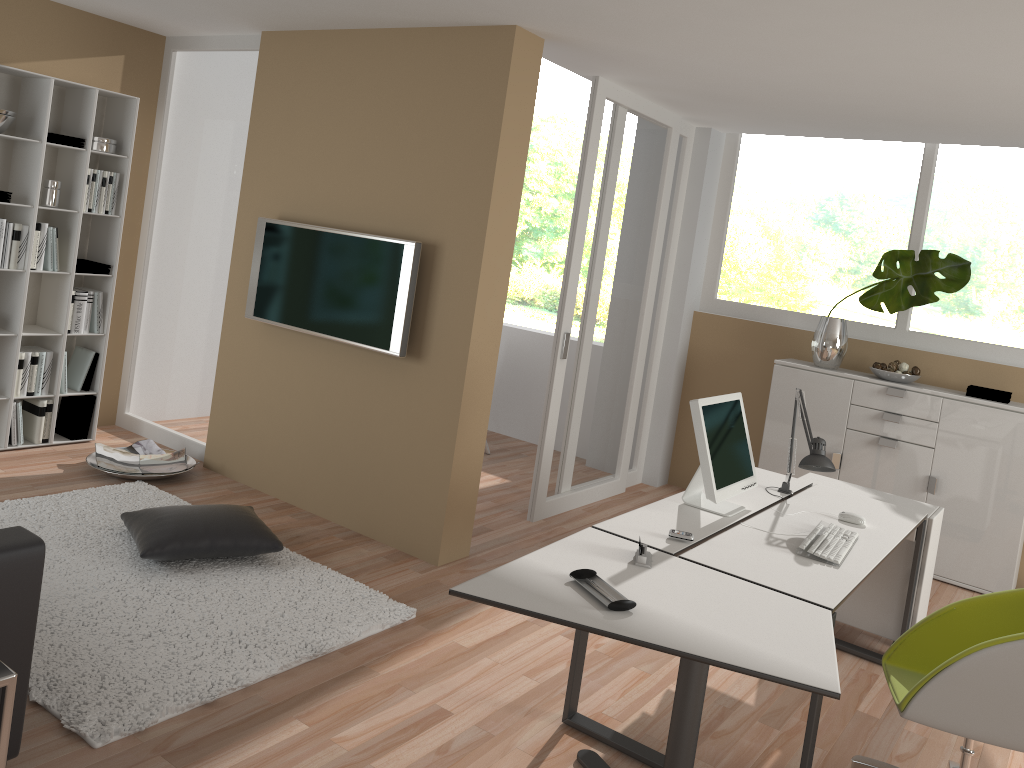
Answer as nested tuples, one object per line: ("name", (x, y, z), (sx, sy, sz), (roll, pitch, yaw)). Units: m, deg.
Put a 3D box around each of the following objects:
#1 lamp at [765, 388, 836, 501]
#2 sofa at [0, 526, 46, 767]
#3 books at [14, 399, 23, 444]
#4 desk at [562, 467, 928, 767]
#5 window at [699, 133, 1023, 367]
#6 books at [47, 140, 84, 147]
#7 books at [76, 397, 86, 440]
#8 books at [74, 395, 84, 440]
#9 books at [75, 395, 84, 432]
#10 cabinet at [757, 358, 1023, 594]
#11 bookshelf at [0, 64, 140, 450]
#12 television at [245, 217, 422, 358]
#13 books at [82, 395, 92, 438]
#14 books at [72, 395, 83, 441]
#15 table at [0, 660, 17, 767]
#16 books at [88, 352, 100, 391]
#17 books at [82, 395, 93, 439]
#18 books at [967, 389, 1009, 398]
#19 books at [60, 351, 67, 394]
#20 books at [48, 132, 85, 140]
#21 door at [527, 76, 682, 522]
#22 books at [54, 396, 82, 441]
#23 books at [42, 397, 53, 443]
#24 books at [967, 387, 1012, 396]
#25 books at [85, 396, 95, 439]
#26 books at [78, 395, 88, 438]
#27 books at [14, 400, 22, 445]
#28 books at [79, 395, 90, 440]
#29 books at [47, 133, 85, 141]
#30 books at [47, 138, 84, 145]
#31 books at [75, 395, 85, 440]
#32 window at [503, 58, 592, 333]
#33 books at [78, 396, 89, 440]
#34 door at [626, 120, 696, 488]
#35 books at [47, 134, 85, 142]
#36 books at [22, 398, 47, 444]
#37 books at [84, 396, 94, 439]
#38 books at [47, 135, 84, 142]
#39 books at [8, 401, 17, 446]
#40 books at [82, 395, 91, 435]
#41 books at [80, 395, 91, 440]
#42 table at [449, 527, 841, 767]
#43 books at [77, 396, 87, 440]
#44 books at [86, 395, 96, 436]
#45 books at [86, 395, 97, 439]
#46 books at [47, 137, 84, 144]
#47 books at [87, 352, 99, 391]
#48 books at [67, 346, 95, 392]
("lamp", (1.191, 0.313, 3.651), (0.140, 0.525, 0.545), (8, 6, -2))
("sofa", (-2.414, 0.419, 2.587), (2.284, 0.829, 0.950), (14, 8, 34))
("books", (-2.931, 0.204, 5.168), (0.210, 0.256, 0.058), (12, 4, 34))
("desk", (0.993, 0.861, 3.427), (0.813, 0.681, 1.600), (12, 9, 33))
("window", (3.011, -1.045, 5.547), (3.676, 1.787, 0.045), (14, 5, 34))
("books", (-2.700, -1.420, 5.164), (0.300, 0.006, 0.210), (13, 10, 28))
("books", (-2.726, 0.191, 5.453), (0.213, 0.267, 0.032), (12, 4, 34))
("books", (-2.735, 0.189, 5.445), (0.216, 0.269, 0.032), (12, 4, 34))
("books", (-2.737, 0.189, 5.440), (0.216, 0.269, 0.032), (12, 4, 34))
("cabinet", (2.355, 0.526, 5.499), (1.541, 1.078, 0.415), (13, 5, 34))
("bookshelf", (-2.866, -0.712, 5.104), (0.336, 2.130, 1.035), (10, 4, 33))
("television", (-0.975, -0.535, 4.649), (1.188, 0.575, 0.054), (14, 5, 34))
("books", (-2.707, 0.186, 5.486), (0.216, 0.269, 0.032), (12, 4, 34))
("books", (-2.737, 0.192, 5.433), (0.214, 0.268, 0.032), (12, 4, 34))
("table", (-1.318, 0.870, 1.981), (0.241, 0.467, 0.226), (11, 4, 34))
("books", (-2.675, -0.094, 5.511), (0.213, 0.237, 0.043), (12, 4, 34))
("books", (-2.699, 0.187, 5.488), (0.219, 0.271, 0.031), (12, 4, 34))
("books", (2.841, 0.049, 5.240), (0.225, 0.008, 0.157), (14, 11, 33))
("books", (-2.759, -0.087, 5.332), (0.210, 0.258, 0.060), (12, 4, 34))
("books", (-2.690, -1.462, 5.161), (0.300, 0.006, 0.210), (13, 10, 28))
("door", (0.635, -0.518, 5.609), (0.061, 2.633, 1.183), (10, 3, 33))
("books", (-2.741, 0.192, 5.430), (0.213, 0.267, 0.032), (12, 4, 34))
("books", (-2.837, 0.201, 5.283), (0.210, 0.257, 0.040), (12, 4, 34))
("books", (2.842, 0.039, 5.235), (0.225, 0.007, 0.157), (14, 11, 33))
("books", (-2.695, 0.188, 5.498), (0.213, 0.267, 0.032), (12, 4, 34))
("books", (-2.719, 0.188, 5.461), (0.221, 0.272, 0.032), (12, 4, 34))
("books", (-2.928, 0.211, 5.144), (0.210, 0.256, 0.058), (12, 4, 34))
("books", (-2.713, 0.190, 5.471), (0.213, 0.267, 0.032), (12, 4, 34))
("books", (-2.692, -1.457, 5.160), (0.300, 0.007, 0.210), (13, 10, 28))
("books", (-2.697, -1.431, 5.163), (0.300, 0.006, 0.210), (13, 10, 28))
("books", (-2.727, 0.189, 5.447), (0.219, 0.271, 0.031), (12, 4, 34))
("window", (2.381, -2.593, 12.665), (12.138, 5.928, 2.079), (11, 3, 17))
("books", (-2.716, 0.190, 5.466), (0.213, 0.267, 0.032), (12, 4, 34))
("door", (0.793, -0.548, 5.942), (0.046, 2.633, 1.183), (10, 3, 33))
("books", (-2.693, -1.453, 5.166), (0.300, 0.008, 0.210), (13, 10, 28))
("books", (-2.856, 0.204, 5.247), (0.210, 0.257, 0.040), (12, 4, 34))
("books", (-2.698, 0.188, 5.494), (0.213, 0.267, 0.032), (12, 4, 34))
("books", (-2.694, -1.447, 5.166), (0.300, 0.008, 0.210), (13, 10, 28))
("books", (-2.945, 0.209, 5.125), (0.210, 0.258, 0.060), (12, 4, 34))
("books", (-2.710, 0.186, 5.481), (0.216, 0.269, 0.032), (12, 4, 34))
("books", (-2.709, 0.190, 5.474), (0.214, 0.268, 0.032), (12, 4, 34))
("table", (0.389, 0.939, 2.386), (0.936, 0.683, 0.810), (12, 7, 31))
("books", (-2.723, 0.191, 5.457), (0.213, 0.267, 0.032), (12, 4, 34))
("books", (-2.691, 0.185, 5.502), (0.221, 0.272, 0.032), (12, 4, 34))
("books", (-2.688, 0.187, 5.507), (0.213, 0.267, 0.032), (12, 4, 34))
("books", (-2.697, -1.436, 5.163), (0.300, 0.006, 0.210), (13, 10, 28))
("books", (-2.679, -0.096, 5.505), (0.221, 0.241, 0.043), (12, 4, 34))
("books", (-2.700, -0.097, 5.478), (0.210, 0.244, 0.085), (12, 4, 34))
